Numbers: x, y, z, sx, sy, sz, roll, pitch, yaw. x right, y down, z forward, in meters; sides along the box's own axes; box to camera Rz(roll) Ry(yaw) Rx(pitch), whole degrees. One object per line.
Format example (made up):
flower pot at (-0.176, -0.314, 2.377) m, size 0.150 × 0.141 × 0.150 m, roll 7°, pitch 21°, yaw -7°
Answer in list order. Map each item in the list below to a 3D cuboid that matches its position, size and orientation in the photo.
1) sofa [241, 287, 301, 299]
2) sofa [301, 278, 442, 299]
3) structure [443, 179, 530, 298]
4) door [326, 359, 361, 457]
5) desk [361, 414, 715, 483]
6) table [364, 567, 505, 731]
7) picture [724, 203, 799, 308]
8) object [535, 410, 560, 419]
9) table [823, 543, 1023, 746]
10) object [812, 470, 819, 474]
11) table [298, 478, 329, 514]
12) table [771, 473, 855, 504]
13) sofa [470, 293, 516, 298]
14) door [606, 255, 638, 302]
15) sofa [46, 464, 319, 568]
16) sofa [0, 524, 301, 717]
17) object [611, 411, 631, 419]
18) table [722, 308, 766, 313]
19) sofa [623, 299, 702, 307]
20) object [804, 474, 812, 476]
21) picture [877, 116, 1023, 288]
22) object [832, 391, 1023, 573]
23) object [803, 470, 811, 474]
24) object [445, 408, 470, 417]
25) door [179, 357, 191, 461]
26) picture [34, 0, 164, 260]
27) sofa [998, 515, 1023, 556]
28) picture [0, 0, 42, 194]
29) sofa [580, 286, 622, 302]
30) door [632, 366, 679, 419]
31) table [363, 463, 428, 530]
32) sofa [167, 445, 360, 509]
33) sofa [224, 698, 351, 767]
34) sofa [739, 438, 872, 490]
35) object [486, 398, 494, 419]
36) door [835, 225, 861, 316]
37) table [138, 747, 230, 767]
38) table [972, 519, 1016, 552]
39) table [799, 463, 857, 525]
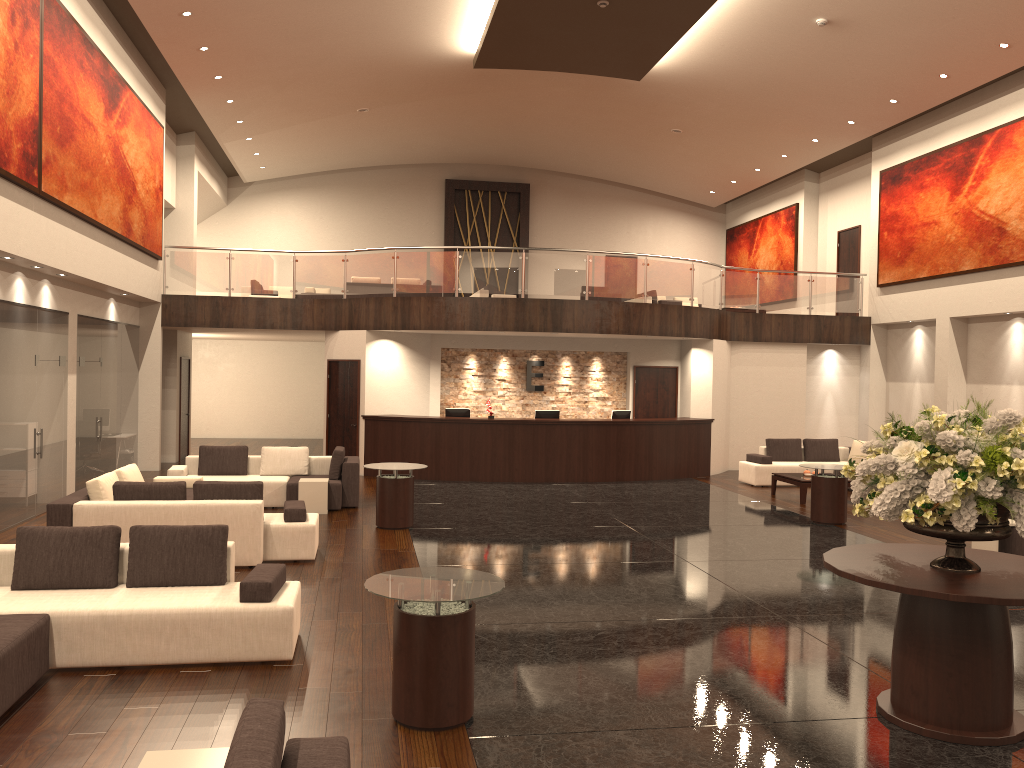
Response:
sofa at (-5.374, -2.232, 23.601) m, size 3.366 × 0.862 × 2.586 m, roll 1°, pitch 1°, yaw -10°
sofa at (-3.545, -2.179, 22.388) m, size 3.366 × 0.862 × 2.586 m, roll 1°, pitch 1°, yaw -10°
structure at (-0.763, -3.871, 26.307) m, size 2.524 × 4.236 × 0.187 m, roll 1°, pitch 1°, yaw -10°
door at (-3.310, 0.633, 17.406) m, size 0.990 × 2.232 × 0.104 m, roll 2°, pitch 1°, yaw 41°
desk at (0.661, 1.240, 17.317) m, size 7.146 × 1.171 × 1.674 m, roll 1°, pitch 1°, yaw -8°
table at (-0.464, 1.578, 5.276) m, size 0.844 × 0.795 × 0.833 m, roll 2°, pitch 1°, yaw 41°
picture at (7.005, -3.468, 25.211) m, size 0.070 × 2.526 × 4.515 m, roll 1°, pitch 1°, yaw -10°
object at (0.680, 0.748, 17.127) m, size 0.483 × 0.485 × 0.189 m, roll 1°, pitch 1°, yaw -10°
table at (2.678, 1.574, 5.399) m, size 1.498 × 0.921 × 1.498 m, roll 1°, pitch 1°, yaw -19°
object at (5.158, 1.513, 15.077) m, size 0.119 × 0.106 × 0.119 m, roll 1°, pitch 1°, yaw -28°
table at (-2.827, 1.598, 12.647) m, size 0.400 × 0.460 × 0.400 m, roll 1°, pitch 1°, yaw -10°
table at (5.152, 1.756, 14.996) m, size 1.100 × 0.380 × 1.100 m, roll 1°, pitch 1°, yaw -10°
sofa at (-0.385, -2.135, 23.555) m, size 1.291 × 0.862 × 2.846 m, roll 1°, pitch 1°, yaw -10°
door at (3.331, -2.800, 27.107) m, size 0.990 × 2.232 × 0.104 m, roll 1°, pitch 1°, yaw -10°
sofa at (-3.575, 1.411, 10.537) m, size 2.586 × 0.862 × 3.366 m, roll 1°, pitch 1°, yaw -10°
sofa at (-2.668, 1.504, 5.266) m, size 2.586 × 0.862 × 3.366 m, roll 1°, pitch 1°, yaw -10°
object at (2.159, 0.771, 17.557) m, size 0.483 × 0.485 × 0.189 m, roll 1°, pitch 1°, yaw -35°
table at (5.931, -1.771, 23.368) m, size 1.100 × 0.380 × 1.100 m, roll 1°, pitch 1°, yaw -10°
sofa at (4.971, -2.044, 24.308) m, size 3.366 × 0.862 × 2.586 m, roll 1°, pitch 1°, yaw -10°
object at (5.147, 1.549, 14.944) m, size 0.437 × 0.040 × 0.154 m, roll 2°, pitch 1°, yaw 36°
picture at (8.540, -3.308, 16.105) m, size 0.070 × 2.526 × 6.485 m, roll 1°, pitch 1°, yaw -10°
object at (2.671, 0.566, 5.382) m, size 1.402 × 1.097 × 1.453 m, roll 2°, pitch 1°, yaw 36°
object at (5.055, 1.510, 15.192) m, size 0.119 × 0.106 × 0.119 m, roll 1°, pitch 1°, yaw 14°
object at (-1.051, 0.716, 17.109) m, size 0.483 × 0.485 × 0.189 m, roll 1°, pitch 1°, yaw 5°
door at (-7.209, 0.529, 19.485) m, size 0.104 × 2.232 × 0.990 m, roll 1°, pitch 1°, yaw -10°
picture at (-6.115, -3.553, 13.629) m, size 0.070 × 2.526 × 6.485 m, roll 1°, pitch 1°, yaw -10°
sofa at (6.370, 1.617, 9.501) m, size 1.291 × 0.862 × 2.846 m, roll 1°, pitch 1°, yaw -10°
picture at (-5.199, -3.458, 8.195) m, size 0.070 × 2.526 × 4.515 m, roll 1°, pitch 1°, yaw -10°
sofa at (1.927, -2.095, 23.819) m, size 1.291 × 0.862 × 2.846 m, roll 1°, pitch 1°, yaw -10°
door at (3.055, 0.730, 18.974) m, size 0.990 × 2.232 × 0.104 m, roll 1°, pitch 1°, yaw -10°
table at (-1.526, 1.468, 11.579) m, size 0.833 × 0.795 × 0.844 m, roll 2°, pitch 1°, yaw 29°
sofa at (-3.705, 1.371, 13.162) m, size 2.846 × 0.862 × 1.291 m, roll 1°, pitch 1°, yaw -10°
sofa at (-1.947, 1.554, 2.732) m, size 2.846 × 0.862 × 1.291 m, roll 1°, pitch 1°, yaw -10°
sofa at (5.886, 1.515, 15.955) m, size 2.586 × 0.862 × 3.366 m, roll 1°, pitch 1°, yaw -10°
object at (-0.402, 0.455, 16.674) m, size 0.163 × 0.390 × 0.165 m, roll 1°, pitch 1°, yaw -2°
door at (8.087, -2.626, 21.313) m, size 0.104 × 2.232 × 0.990 m, roll 1°, pitch 1°, yaw -10°
table at (-1.287, 1.758, 3.514) m, size 0.400 × 0.460 × 0.400 m, roll 1°, pitch 1°, yaw -10°
table at (5.587, 1.794, 10.168) m, size 0.400 × 0.460 × 0.400 m, roll 1°, pitch 1°, yaw -10°
table at (4.504, 1.569, 12.597) m, size 0.833 × 0.795 × 0.844 m, roll 2°, pitch 1°, yaw 29°
